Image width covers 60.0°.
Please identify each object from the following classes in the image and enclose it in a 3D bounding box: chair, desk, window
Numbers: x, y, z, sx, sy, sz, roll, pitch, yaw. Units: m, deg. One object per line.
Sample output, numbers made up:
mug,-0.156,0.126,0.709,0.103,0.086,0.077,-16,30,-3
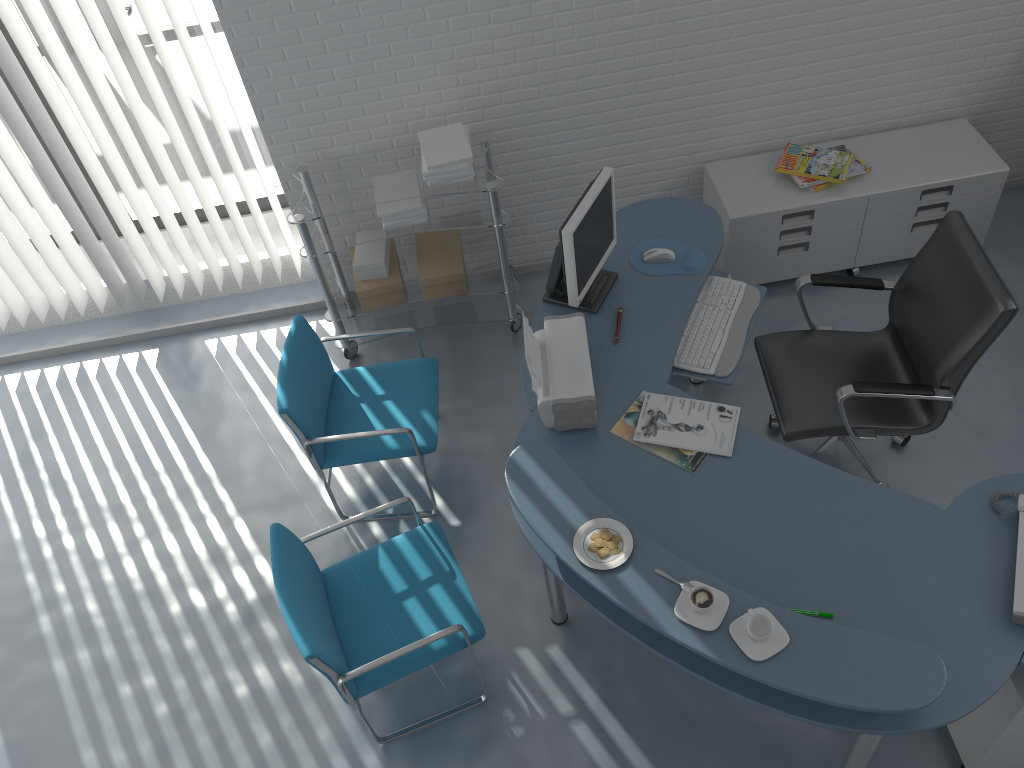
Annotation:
chair,-0.554,0.119,3.505,0.543,0.707,0.542,-6,48,3
desk,0.710,0.378,2.940,1.402,0.900,2.282,-29,50,-16
window,-2.885,-1.612,3.727,3.635,2.562,0.008,-10,48,0
chair,1.264,-0.064,3.214,0.652,0.948,0.584,-6,48,4
chair,-0.411,0.749,2.920,0.543,0.707,0.542,-21,49,-10

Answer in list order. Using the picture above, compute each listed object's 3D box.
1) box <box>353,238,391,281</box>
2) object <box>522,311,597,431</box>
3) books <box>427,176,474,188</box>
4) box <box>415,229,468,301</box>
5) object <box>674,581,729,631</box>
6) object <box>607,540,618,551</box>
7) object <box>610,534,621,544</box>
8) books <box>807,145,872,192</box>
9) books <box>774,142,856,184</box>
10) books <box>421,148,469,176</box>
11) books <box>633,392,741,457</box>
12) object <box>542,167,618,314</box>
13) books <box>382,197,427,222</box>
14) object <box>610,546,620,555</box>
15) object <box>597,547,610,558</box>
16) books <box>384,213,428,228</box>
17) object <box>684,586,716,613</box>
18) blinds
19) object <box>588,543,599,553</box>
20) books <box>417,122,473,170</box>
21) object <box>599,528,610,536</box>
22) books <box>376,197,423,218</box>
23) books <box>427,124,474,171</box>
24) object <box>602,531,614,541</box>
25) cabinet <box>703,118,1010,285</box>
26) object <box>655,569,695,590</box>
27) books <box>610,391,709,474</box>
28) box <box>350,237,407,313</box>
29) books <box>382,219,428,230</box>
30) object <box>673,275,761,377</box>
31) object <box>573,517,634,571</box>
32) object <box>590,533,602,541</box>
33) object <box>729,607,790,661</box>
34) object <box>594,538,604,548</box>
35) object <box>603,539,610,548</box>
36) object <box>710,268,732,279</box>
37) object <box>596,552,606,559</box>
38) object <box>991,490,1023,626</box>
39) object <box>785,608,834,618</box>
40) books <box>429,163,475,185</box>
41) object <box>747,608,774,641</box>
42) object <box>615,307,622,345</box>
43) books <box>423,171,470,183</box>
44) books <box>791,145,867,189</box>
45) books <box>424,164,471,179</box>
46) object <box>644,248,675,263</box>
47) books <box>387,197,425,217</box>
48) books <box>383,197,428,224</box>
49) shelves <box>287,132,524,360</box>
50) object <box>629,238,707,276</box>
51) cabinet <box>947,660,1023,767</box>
box,-0.625,-0.579,3.979,0.139,0.090,0.234,-6,48,3
object,0.150,-0.080,2.838,0.197,0.273,0.392,-6,48,4
books,-0.266,-0.920,3.708,0.190,0.015,0.270,-10,48,0
box,-0.322,-0.556,4.060,0.207,0.133,0.347,-10,48,0
object,0.472,0.554,2.206,0.119,0.016,0.119,20,54,24
object,0.265,0.427,2.347,0.025,0.005,0.027,-16,48,-6
object,0.276,0.414,2.363,0.025,0.005,0.027,-35,53,-21
books,1.415,-0.967,3.971,0.300,0.020,0.210,-22,49,-10
books,1.347,-0.983,3.942,0.300,0.020,0.210,17,53,23
books,-0.279,-0.955,3.661,0.190,0.015,0.270,-8,48,2
books,0.547,0.125,2.770,0.300,0.010,0.200,9,51,16
object,0.227,-0.486,3.091,0.212,0.417,0.365,16,53,22
books,-0.469,-0.801,3.812,0.190,0.015,0.270,-11,48,-1
object,0.271,0.439,2.341,0.027,0.005,0.025,-18,48,-7
object,0.242,0.444,2.336,0.027,0.005,0.025,-25,50,-13
books,-0.473,-0.782,3.836,0.190,0.015,0.270,-13,48,-3
object,0.467,0.532,2.193,0.062,0.049,0.078,-17,48,-6
blinds,-3.208,-1.209,3.377,4.001,2.955,0.158,-10,48,0
object,0.217,0.434,2.354,0.027,0.005,0.025,19,54,24
books,-0.276,-0.979,3.642,0.190,0.015,0.270,-14,48,-3
object,0.250,0.399,2.380,0.025,0.005,0.027,-35,52,-21
books,-0.489,-0.813,3.785,0.190,0.015,0.270,-12,48,-2
books,-0.265,-0.978,3.659,0.190,0.015,0.270,-10,48,0
object,0.256,0.405,2.368,0.025,0.005,0.027,28,58,29
cabinet,1.558,-0.817,4.154,1.259,0.484,0.447,-10,48,0
object,0.414,0.498,2.259,0.119,0.021,0.025,28,58,29
books,0.486,0.144,2.765,0.300,0.005,0.200,26,57,28
box,-0.612,-0.505,4.061,0.207,0.133,0.347,-13,48,-3
books,-0.471,-0.772,3.847,0.190,0.015,0.270,-11,48,-1
object,0.700,-0.218,3.131,0.276,0.028,0.478,14,52,20
object,0.242,0.426,2.356,0.162,0.011,0.162,24,56,27
object,0.225,0.410,2.374,0.027,0.005,0.025,23,56,27
object,0.596,0.605,2.140,0.119,0.016,0.119,-26,50,-14
object,0.232,0.423,2.356,0.025,0.005,0.027,-6,48,3
object,0.251,0.424,2.358,0.025,0.005,0.027,-21,49,-10
object,0.703,-0.317,3.885,0.471,0.422,0.199,18,53,23
object,0.239,0.447,2.339,0.027,0.005,0.025,-32,51,-18
object,1.438,0.392,2.207,0.399,0.280,0.405,13,52,20
object,0.736,0.595,2.320,0.200,0.010,0.011,4,49,12
books,-0.267,-0.930,3.697,0.190,0.015,0.270,-12,48,-2
object,0.595,0.584,2.127,0.062,0.049,0.078,6,50,14
object,0.370,-0.202,3.087,0.013,0.013,0.178,3,49,12
books,-0.277,-0.936,3.684,0.190,0.015,0.270,-9,48,1
books,1.386,-0.970,3.951,0.300,0.020,0.210,-14,48,-3
books,-0.279,-0.950,3.677,0.190,0.015,0.270,-10,48,0
object,0.546,-0.481,3.289,0.115,0.035,0.054,-2,48,7
books,-0.472,-0.816,3.806,0.190,0.015,0.270,-9,48,1
books,-0.467,-0.795,3.827,0.190,0.015,0.270,-10,48,0
shelves,-0.443,-0.595,4.030,0.896,0.848,0.441,-9,48,1
object,0.580,-0.483,3.296,0.285,0.026,0.213,0,49,9
cabinet,1.484,0.800,2.641,0.383,0.605,0.559,-8,48,1
